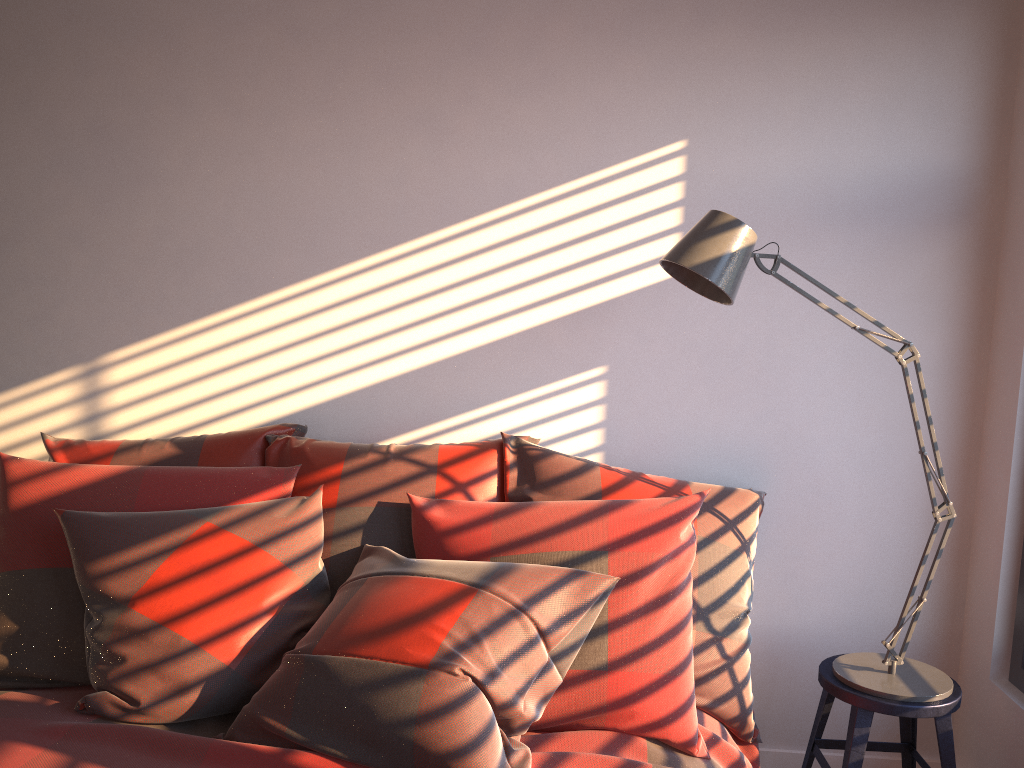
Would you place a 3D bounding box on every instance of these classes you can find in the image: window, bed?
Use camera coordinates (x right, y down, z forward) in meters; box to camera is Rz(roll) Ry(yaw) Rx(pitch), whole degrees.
[{"bbox_3d":[1.358,-0.061,0.984,0.170,1.952,2.622,2,5,5],"label":"window"},{"bbox_3d":[-0.431,0.850,1.528,2.036,0.775,2.301,2,5,4],"label":"bed"}]

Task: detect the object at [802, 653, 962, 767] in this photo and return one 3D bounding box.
[{"bbox_3d":[0.940,0.980,2.263,0.338,0.483,0.340,2,6,3],"label":"object"}]

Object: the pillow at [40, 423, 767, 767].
[{"bbox_3d":[-0.362,0.520,2.096,2.142,0.738,1.138,2,5,3],"label":"pillow"}]

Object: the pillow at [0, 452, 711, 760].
[{"bbox_3d":[-0.439,0.487,2.132,1.814,0.555,0.524,2,6,5],"label":"pillow"}]

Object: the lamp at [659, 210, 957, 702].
[{"bbox_3d":[0.716,0.172,2.139,0.788,1.134,0.277,1,7,-3],"label":"lamp"}]
